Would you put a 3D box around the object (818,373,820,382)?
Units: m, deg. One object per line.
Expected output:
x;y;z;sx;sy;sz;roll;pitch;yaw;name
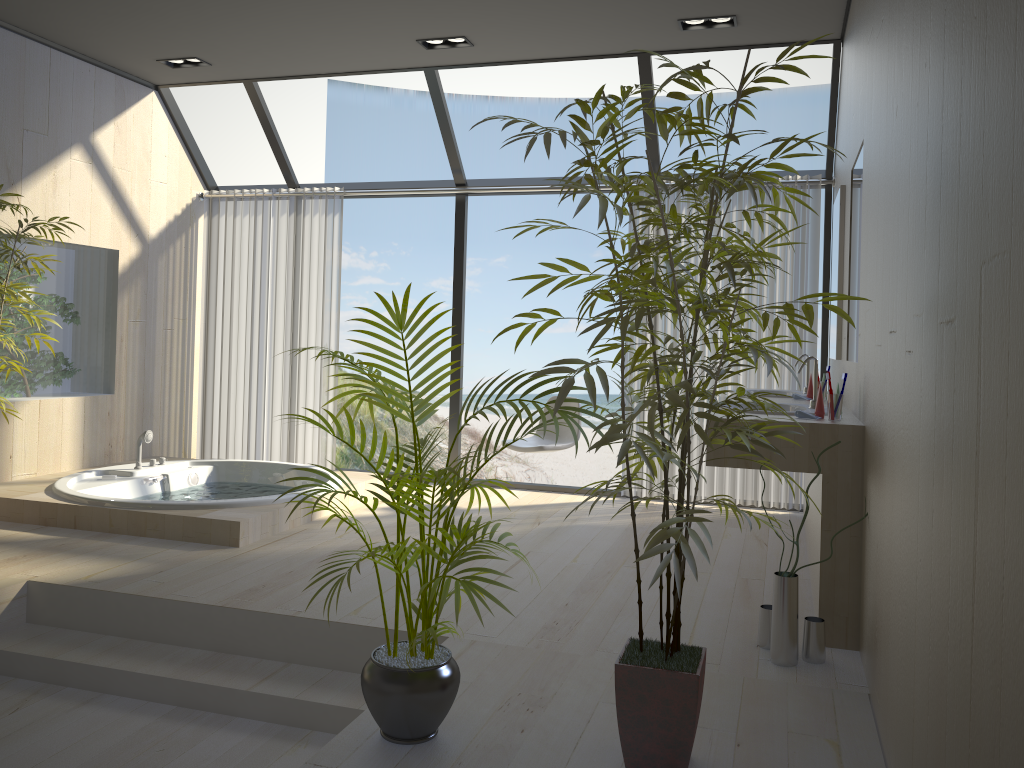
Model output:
1.498;-0.005;4.341;0.050;0.178;0.012;2;0;-34;object

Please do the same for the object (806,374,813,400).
1.503;0.014;4.456;0.039;0.135;0.039;2;0;-24;object

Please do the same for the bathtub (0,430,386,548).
-1.933;0.658;5.294;1.822;0.698;1.648;2;3;17;bathtub

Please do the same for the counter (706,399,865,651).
1.134;0.503;3.693;0.551;0.790;1.205;2;2;17;counter

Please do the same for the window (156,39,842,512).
-0.278;-0.683;5.925;4.562;2.815;0.744;2;0;17;window

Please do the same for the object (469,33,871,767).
0.444;0.070;2.164;0.787;1.757;0.934;2;0;42;object

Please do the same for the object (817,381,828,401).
1.522;0.037;4.357;0.058;0.100;0.058;2;0;24;object

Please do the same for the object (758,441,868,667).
1.027;0.555;2.954;0.407;0.749;0.274;2;0;5;object

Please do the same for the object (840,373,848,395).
1.181;0.046;3.194;0.054;0.175;0.012;1;0;42;object

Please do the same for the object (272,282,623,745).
-0.291;0.327;2.342;0.750;1.157;0.917;1;1;-39;object

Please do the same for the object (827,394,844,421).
1.168;0.087;3.204;0.058;0.100;0.058;2;0;27;object

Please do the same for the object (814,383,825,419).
1.149;0.064;3.303;0.039;0.135;0.039;2;0;-32;object

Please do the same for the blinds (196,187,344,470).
-1.795;-0.418;6.587;1.183;2.071;0.084;2;0;17;blinds

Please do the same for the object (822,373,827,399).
1.594;0.013;4.525;0.039;0.135;0.039;2;0;-24;object

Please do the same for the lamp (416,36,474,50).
-0.389;-2.041;5.167;0.301;0.112;0.164;2;2;17;lamp

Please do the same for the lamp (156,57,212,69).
-2.107;-2.117;5.695;0.301;0.112;0.164;2;2;17;lamp

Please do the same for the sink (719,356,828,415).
1.091;0.088;3.678;0.504;0.419;0.574;2;2;20;sink

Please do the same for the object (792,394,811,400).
1.440;0.064;4.404;0.032;0.029;0.104;1;3;-33;object

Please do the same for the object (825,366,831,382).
1.534;-0.003;4.347;0.054;0.175;0.012;1;0;42;object

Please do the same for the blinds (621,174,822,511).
1.316;-0.280;5.632;1.183;2.071;0.084;2;0;17;blinds

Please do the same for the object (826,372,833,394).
1.144;0.044;3.188;0.050;0.178;0.012;2;0;-34;object

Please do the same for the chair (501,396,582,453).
0.206;0.257;5.596;0.454;0.347;0.369;0;2;-44;chair

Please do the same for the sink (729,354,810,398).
1.444;0.039;4.831;0.504;0.419;0.574;2;2;20;sink

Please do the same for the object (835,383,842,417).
1.240;0.063;3.372;0.039;0.135;0.039;2;0;-32;object

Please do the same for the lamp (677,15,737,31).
1.046;-1.978;4.727;0.301;0.112;0.164;2;2;17;lamp

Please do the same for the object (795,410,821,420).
1.086;0.114;3.251;0.032;0.029;0.104;1;3;-33;object

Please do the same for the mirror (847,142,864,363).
1.449;-0.523;3.703;0.023;0.868;0.653;1;1;17;mirror

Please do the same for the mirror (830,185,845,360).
1.726;-0.567;4.702;0.023;0.868;0.653;1;1;17;mirror

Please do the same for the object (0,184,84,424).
-2.720;-0.131;4.314;0.787;1.757;0.934;2;0;42;object

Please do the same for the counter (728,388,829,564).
1.488;0.454;4.846;0.551;0.790;1.205;2;2;17;counter
